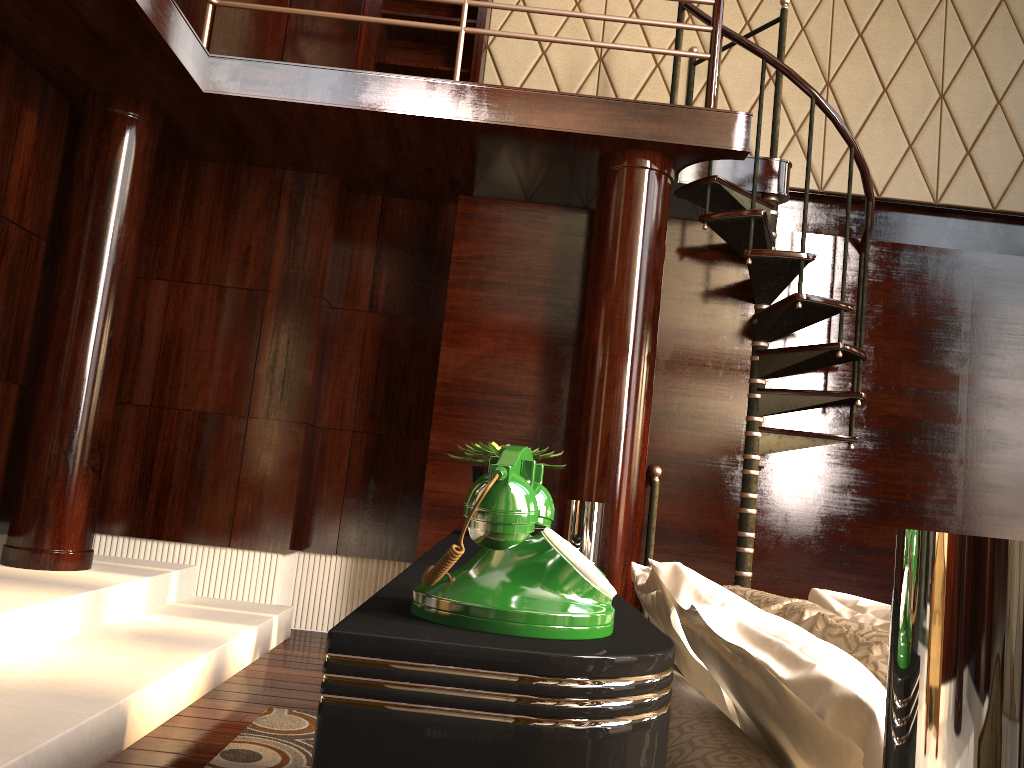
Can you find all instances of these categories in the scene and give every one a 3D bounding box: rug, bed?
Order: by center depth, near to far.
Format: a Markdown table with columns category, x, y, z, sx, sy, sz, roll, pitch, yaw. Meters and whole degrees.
| category | x | y | z | sx | sy | sz | roll | pitch | yaw |
| --- | --- | --- | --- | --- | --- | --- | --- | --- | --- |
| bed | 1.025 | 0.701 | 1.282 | 2.381 | 0.660 | 1.985 | 6 | -7 | 0 |
| rug | 1.104 | 1.055 | 1.375 | 3.735 | 0.006 | 2.910 | 6 | -7 | 0 |

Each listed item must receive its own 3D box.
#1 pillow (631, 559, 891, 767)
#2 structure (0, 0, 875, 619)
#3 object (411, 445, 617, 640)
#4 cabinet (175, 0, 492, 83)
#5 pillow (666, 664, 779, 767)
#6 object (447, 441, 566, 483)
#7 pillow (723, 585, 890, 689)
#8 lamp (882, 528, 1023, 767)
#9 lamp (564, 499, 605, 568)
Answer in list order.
| category | x | y | z | sx | sy | sz | roll | pitch | yaw |
| --- | --- | --- | --- | --- | --- | --- | --- | --- | --- |
| pillow | 0.539 | 0.460 | 1.314 | 0.685 | 0.320 | 1.322 | 6 | -7 | 2 |
| structure | -0.274 | -0.687 | 1.572 | 3.750 | 3.189 | 6.107 | 6 | -7 | 0 |
| object | -0.006 | 0.111 | 0.668 | 0.178 | 0.131 | 0.158 | 12 | -9 | -37 |
| cabinet | -1.325 | -2.716 | 1.809 | 2.576 | 2.432 | 6.767 | 6 | -7 | 0 |
| pillow | 0.218 | 0.503 | 1.294 | 0.173 | 0.167 | 1.396 | 6 | -7 | 0 |
| object | -0.016 | 0.223 | 1.865 | 0.241 | 0.205 | 0.256 | 9 | -7 | -18 |
| pillow | 0.561 | 0.491 | 1.336 | 0.293 | 0.271 | 1.123 | 6 | -7 | 1 |
| lamp | 0.226 | 0.269 | 0.432 | 0.109 | 0.385 | 0.106 | 5 | -7 | 7 |
| lamp | 0.167 | 0.488 | 2.233 | 0.109 | 0.385 | 0.106 | 5 | -7 | 7 |
